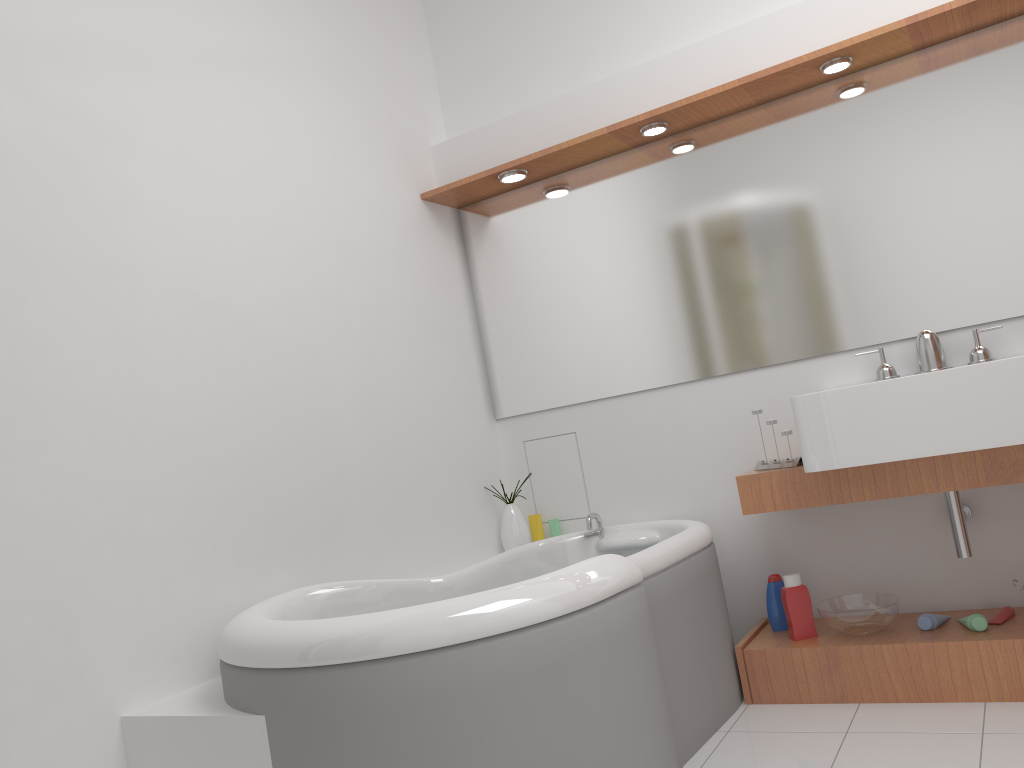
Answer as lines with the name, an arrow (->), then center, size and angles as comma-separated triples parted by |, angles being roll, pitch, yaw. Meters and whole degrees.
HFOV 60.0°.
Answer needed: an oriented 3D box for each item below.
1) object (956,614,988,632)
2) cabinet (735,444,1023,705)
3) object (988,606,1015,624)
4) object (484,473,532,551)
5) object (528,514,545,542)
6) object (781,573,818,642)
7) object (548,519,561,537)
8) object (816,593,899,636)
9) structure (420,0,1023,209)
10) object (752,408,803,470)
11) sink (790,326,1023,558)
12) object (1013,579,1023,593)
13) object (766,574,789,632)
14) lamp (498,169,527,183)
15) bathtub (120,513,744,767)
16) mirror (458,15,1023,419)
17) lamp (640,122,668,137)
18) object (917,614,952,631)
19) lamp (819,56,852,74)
object -> 1.358, 0.691, 2.618 | 0.059, 0.052, 0.187 | -11, -4, 13
cabinet -> 1.455, 0.506, 2.559 | 1.635, 0.719, 0.355 | -12, -4, 29
object -> 1.448, 0.689, 2.623 | 0.133, 0.037, 0.042 | -7, -5, -42
object -> 0.017, 0.520, 3.425 | 0.215, 0.326, 0.154 | -8, -4, -30
object -> 0.102, 0.597, 3.504 | 0.047, 0.162, 0.047 | -8, -5, -34
object -> 0.904, 0.706, 2.806 | 0.079, 0.207, 0.046 | -10, -4, -6
object -> 0.173, 0.595, 3.463 | 0.038, 0.133, 0.038 | -8, -4, -27
object -> 1.084, 0.725, 2.762 | 0.245, 0.090, 0.245 | -10, -4, 1
structure -> 0.781, -1.075, 2.951 | 2.606, 0.240, 0.287 | -12, -4, 29
object -> 0.844, 0.169, 2.851 | 0.059, 0.203, 0.182 | -8, -4, -30
sink -> 1.228, 0.175, 2.574 | 0.657, 0.673, 0.552 | -12, -4, 29
object -> 1.587, 0.597, 2.456 | 0.291, 0.126, 0.291 | -9, -4, -12
object -> 0.889, 0.727, 2.948 | 0.092, 0.190, 0.044 | -10, -4, -4
lamp -> 0.003, -0.780, 3.328 | 0.113, 0.021, 0.113 | -10, -4, 1
bathtub -> 0.048, 0.787, 2.519 | 1.055, 0.674, 1.863 | -12, -4, 29
mirror -> 0.947, -0.529, 3.025 | 2.600, 0.887, 0.022 | -12, -4, 29
lamp -> 0.494, -0.885, 3.082 | 0.098, 0.018, 0.098 | -7, -5, -40
object -> 1.286, 0.710, 2.704 | 0.059, 0.052, 0.187 | -13, -5, 41
lamp -> 1.017, -0.999, 2.782 | 0.098, 0.018, 0.098 | -7, -5, -40
